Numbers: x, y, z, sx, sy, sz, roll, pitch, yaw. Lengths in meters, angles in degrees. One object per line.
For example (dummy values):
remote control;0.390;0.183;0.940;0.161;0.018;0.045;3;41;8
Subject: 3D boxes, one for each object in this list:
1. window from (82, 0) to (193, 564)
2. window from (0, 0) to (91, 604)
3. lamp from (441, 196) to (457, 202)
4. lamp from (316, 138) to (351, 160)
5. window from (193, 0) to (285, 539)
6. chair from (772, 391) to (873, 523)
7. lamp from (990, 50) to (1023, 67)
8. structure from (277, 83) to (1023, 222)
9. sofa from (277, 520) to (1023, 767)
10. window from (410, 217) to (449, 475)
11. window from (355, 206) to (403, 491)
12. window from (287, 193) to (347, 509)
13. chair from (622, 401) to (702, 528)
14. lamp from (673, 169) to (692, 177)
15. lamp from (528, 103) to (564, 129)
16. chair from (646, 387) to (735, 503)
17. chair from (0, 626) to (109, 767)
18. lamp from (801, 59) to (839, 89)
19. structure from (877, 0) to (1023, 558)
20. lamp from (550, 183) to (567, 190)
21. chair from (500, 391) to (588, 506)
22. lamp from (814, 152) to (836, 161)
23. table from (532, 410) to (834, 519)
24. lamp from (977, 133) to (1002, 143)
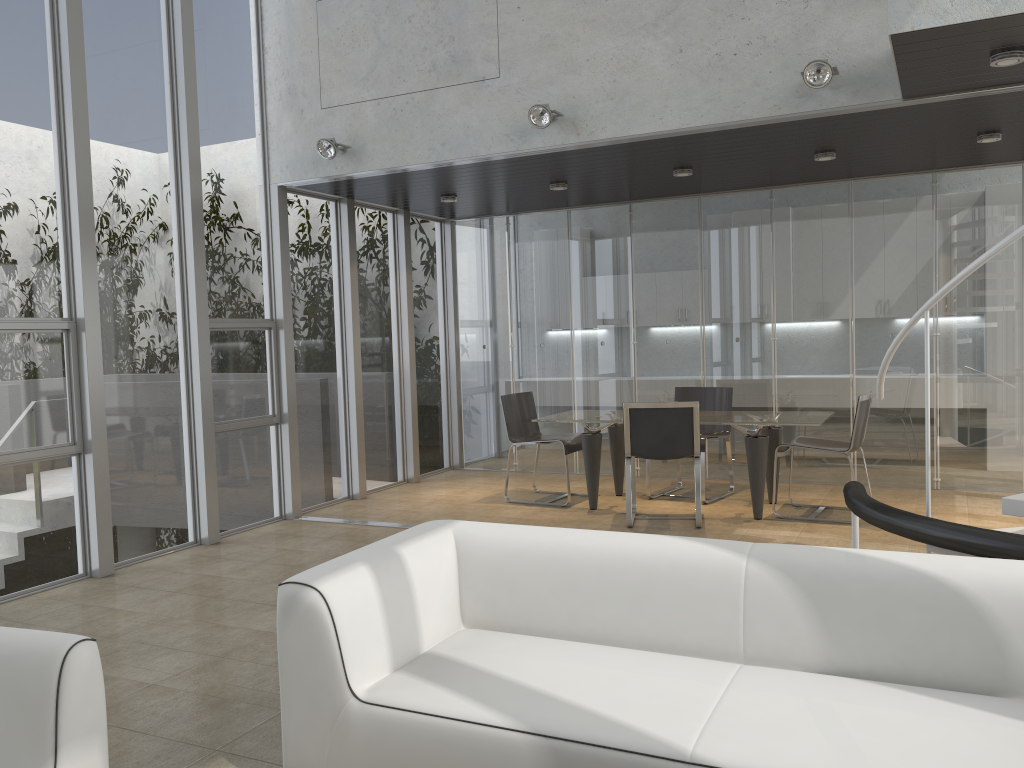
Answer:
window;-2.553;-1.661;5.906;0.010;5.650;0.741;0;3;26
window;-2.941;-1.604;5.080;0.050;5.700;0.800;0;3;26
lamp;-0.567;-1.664;7.981;0.149;0.038;0.149;1;4;41
lamp;-1.345;-1.749;6.617;0.197;0.154;0.228;0;3;26
window;-2.138;-1.718;6.718;0.050;5.700;0.800;0;3;26
chair;2.359;0.529;6.688;0.660;0.922;0.546;0;4;31
lamp;2.380;-1.563;4.260;0.149;0.038;0.149;1;4;41
structure;-1.258;-2.059;3.983;9.817;6.605;10.665;0;3;25
sofa;0.637;0.867;2.608;2.601;0.638;0.971;0;3;26
window;-0.898;-0.392;9.261;0.010;2.645;0.741;0;3;26
window;-1.300;-0.335;8.442;0.010;2.645;0.741;0;3;26
window;-1.701;-0.278;7.623;0.010;2.645;0.741;0;3;26
chair;1.136;0.571;6.659;0.546;0.922;0.660;-1;3;11
lamp;1.356;-1.677;7.037;0.149;0.038;0.149;1;4;41
lamp;0.215;-1.761;5.867;0.197;0.154;0.254;0;3;26
chair;1.532;0.507;7.618;0.546;0.922;0.660;0;4;36
chair;-1.488;0.971;2.011;0.720;0.635;0.829;-1;3;16
lamp;1.769;-1.771;5.104;0.197;0.154;0.254;0;3;26
structure;1.327;0.616;5.904;6.700;6.900;4.916;0;3;26
lamp;0.394;-1.671;7.509;0.149;0.038;0.149;1;4;41
chair;0.312;0.543;7.699;0.660;0.922;0.546;0;4;31
lamp;2.318;-1.684;6.566;0.149;0.038;0.149;1;4;41
table;1.379;0.622;7.189;2.250;0.733;0.900;0;3;26
lamp;3.279;-1.691;6.094;0.149;0.038;0.149;1;4;41
